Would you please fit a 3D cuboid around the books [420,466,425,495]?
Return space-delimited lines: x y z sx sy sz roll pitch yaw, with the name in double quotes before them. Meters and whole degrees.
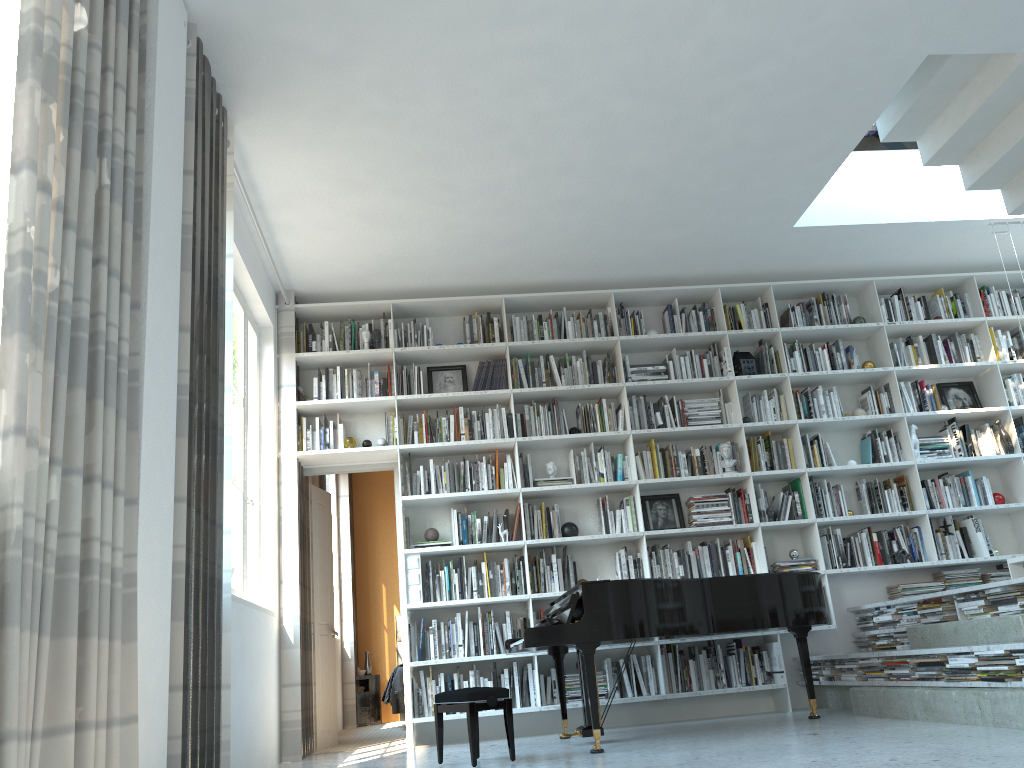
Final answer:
"books" -0.645 0.724 6.394 0.022 0.235 0.178 -3 -18 -6

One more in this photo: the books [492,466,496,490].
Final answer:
"books" -0.132 0.713 6.452 0.013 0.202 0.162 -3 -18 -6

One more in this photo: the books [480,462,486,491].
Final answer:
"books" -0.217 0.706 6.469 0.028 0.241 0.132 -3 -18 -6

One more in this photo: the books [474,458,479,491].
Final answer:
"books" -0.258 0.688 6.450 0.012 0.271 0.146 -3 -18 -6

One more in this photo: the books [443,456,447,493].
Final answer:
"books" -0.486 0.689 6.425 0.011 0.292 0.184 -3 -18 -6

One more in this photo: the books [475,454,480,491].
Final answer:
"books" -0.250 0.677 6.471 0.011 0.303 0.130 -3 -18 -6

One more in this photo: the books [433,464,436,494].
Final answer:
"books" -0.557 0.715 6.408 0.011 0.245 0.177 -3 -18 -6

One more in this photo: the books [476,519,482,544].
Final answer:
"books" -0.235 1.068 6.305 0.029 0.189 0.189 -3 -18 -6

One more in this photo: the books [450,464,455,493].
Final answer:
"books" -0.433 0.711 6.416 0.024 0.236 0.167 -3 -18 -6

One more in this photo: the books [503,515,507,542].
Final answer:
"books" -0.051 1.055 6.347 0.027 0.209 0.144 -3 -18 -6

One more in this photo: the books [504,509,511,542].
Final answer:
"books" -0.029 1.035 6.359 0.021 0.250 0.154 -3 -18 -6

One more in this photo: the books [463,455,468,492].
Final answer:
"books" -0.339 0.678 6.443 0.013 0.298 0.152 -3 -18 -6

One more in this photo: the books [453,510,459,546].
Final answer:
"books" -0.401 1.044 6.319 0.024 0.272 0.151 -3 -18 -6

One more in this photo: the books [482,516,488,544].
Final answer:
"books" -0.197 1.065 6.344 0.056 0.213 0.143 -3 -18 -6

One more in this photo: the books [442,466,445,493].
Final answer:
"books" -0.495 0.721 6.417 0.014 0.229 0.149 -3 -18 -6

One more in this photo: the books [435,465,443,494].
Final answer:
"books" -0.529 0.722 6.433 0.049 0.242 0.140 -3 -18 -6

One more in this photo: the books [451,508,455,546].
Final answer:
"books" -0.419 1.040 6.320 0.012 0.284 0.160 -3 -18 -6

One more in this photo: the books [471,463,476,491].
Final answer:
"books" -0.281 0.707 6.434 0.013 0.228 0.177 -3 -18 -6

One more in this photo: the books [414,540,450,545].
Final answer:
"books" -0.567 1.135 6.286 0.254 0.012 0.161 -4 -18 -5

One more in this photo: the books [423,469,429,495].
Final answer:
"books" -0.618 0.734 6.383 0.028 0.203 0.189 -3 -18 -6

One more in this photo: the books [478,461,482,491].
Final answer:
"books" -0.236 0.700 6.459 0.011 0.251 0.140 -3 -18 -6

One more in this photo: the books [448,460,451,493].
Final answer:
"books" -0.453 0.701 6.434 0.011 0.270 0.158 -3 -18 -6

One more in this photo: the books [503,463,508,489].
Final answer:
"books" -0.047 0.700 6.468 0.031 0.222 0.145 -3 -18 -6

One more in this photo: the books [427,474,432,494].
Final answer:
"books" -0.596 0.755 6.425 0.021 0.187 0.129 -3 -18 -6

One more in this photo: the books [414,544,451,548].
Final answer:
"books" -0.565 1.156 6.275 0.254 0.012 0.161 -2 -18 -9

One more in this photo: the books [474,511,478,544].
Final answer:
"books" -0.259 1.045 6.324 0.011 0.249 0.172 -3 -18 -6

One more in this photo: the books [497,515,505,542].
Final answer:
"books" -0.079 1.054 6.335 0.030 0.207 0.173 -3 -18 -6

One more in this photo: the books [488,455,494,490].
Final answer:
"books" -0.151 0.676 6.478 0.015 0.291 0.144 -3 -18 -6

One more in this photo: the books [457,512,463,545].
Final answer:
"books" -0.373 1.053 6.327 0.031 0.254 0.144 -3 -18 -6

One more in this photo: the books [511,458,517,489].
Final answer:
"books" 0.012 0.682 6.484 0.036 0.256 0.123 -3 -18 -6

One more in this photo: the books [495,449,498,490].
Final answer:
"books" -0.113 0.654 6.473 0.035 0.324 0.170 -3 -18 -6

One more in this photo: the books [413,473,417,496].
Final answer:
"books" -0.698 0.752 6.379 0.037 0.181 0.189 -3 -18 -6

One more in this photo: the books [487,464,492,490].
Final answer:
"books" -0.165 0.710 6.461 0.021 0.220 0.149 -3 -18 -6

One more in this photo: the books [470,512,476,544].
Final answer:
"books" -0.277 1.052 6.339 0.022 0.248 0.129 -3 -18 -6

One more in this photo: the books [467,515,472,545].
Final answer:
"books" -0.303 1.064 6.340 0.030 0.230 0.148 -3 -18 -6

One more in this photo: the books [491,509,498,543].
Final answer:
"books" -0.126 1.037 6.344 0.060 0.254 0.159 -3 -18 -6

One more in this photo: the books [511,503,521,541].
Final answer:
"books" 0.024 1.007 6.330 0.082 0.275 0.229 -3 -18 -6

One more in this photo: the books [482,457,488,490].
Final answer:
"books" -0.195 0.680 6.449 0.015 0.274 0.157 -3 -18 -6

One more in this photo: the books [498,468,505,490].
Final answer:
"books" -0.075 0.721 6.458 0.030 0.183 0.152 -3 -18 -6

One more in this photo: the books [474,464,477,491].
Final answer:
"books" -0.269 0.711 6.447 0.013 0.227 0.152 -3 -18 -6

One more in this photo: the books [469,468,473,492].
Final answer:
"books" -0.298 0.724 6.443 0.021 0.204 0.130 -3 -18 -6

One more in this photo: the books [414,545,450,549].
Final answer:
"books" -0.564 1.169 6.276 0.254 0.012 0.161 -4 -18 -5

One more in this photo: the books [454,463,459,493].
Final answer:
"books" -0.401 0.709 6.428 0.023 0.241 0.185 -3 -18 -6

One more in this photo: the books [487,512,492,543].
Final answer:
"books" -0.163 1.050 6.352 0.013 0.241 0.142 -3 -18 -6

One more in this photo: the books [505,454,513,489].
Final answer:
"books" -0.021 0.670 6.485 0.027 0.285 0.148 -3 -18 -6

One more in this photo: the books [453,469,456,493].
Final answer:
"books" -0.417 0.734 6.438 0.010 0.203 0.139 -3 -18 -6

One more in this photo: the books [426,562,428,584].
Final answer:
"books" -0.592 1.402 6.201 0.008 0.284 0.160 -3 -18 -6

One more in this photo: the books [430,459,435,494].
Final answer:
"books" -0.576 0.702 6.420 0.023 0.280 0.174 -3 -18 -6

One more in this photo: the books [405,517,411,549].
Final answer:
"books" -0.735 1.078 6.283 0.028 0.242 0.157 -3 -18 -6

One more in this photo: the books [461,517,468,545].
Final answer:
"books" -0.339 1.065 6.295 0.029 0.207 0.190 -3 -18 -6

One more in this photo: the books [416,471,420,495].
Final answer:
"books" -0.677 0.744 6.402 0.042 0.208 0.144 -3 -18 -6

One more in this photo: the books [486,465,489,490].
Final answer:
"books" -0.181 0.711 6.455 0.012 0.216 0.160 -3 -18 -6

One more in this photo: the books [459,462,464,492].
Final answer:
"books" -0.368 0.706 6.450 0.048 0.255 0.142 -3 -18 -6

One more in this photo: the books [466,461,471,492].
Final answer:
"books" -0.321 0.701 6.448 0.021 0.255 0.156 -3 -18 -6

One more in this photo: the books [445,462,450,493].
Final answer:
"books" -0.467 0.708 6.412 0.021 0.246 0.189 -3 -18 -6

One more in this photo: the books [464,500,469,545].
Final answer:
"books" -0.327 1.014 6.348 0.011 0.334 0.154 -3 -18 -6

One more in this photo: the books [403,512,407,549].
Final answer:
"books" -0.758 1.063 6.297 0.012 0.284 0.160 -3 -18 -6

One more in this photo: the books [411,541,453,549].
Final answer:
"books" -0.566 1.144 6.276 0.285 0.012 0.160 -5 -18 -2
